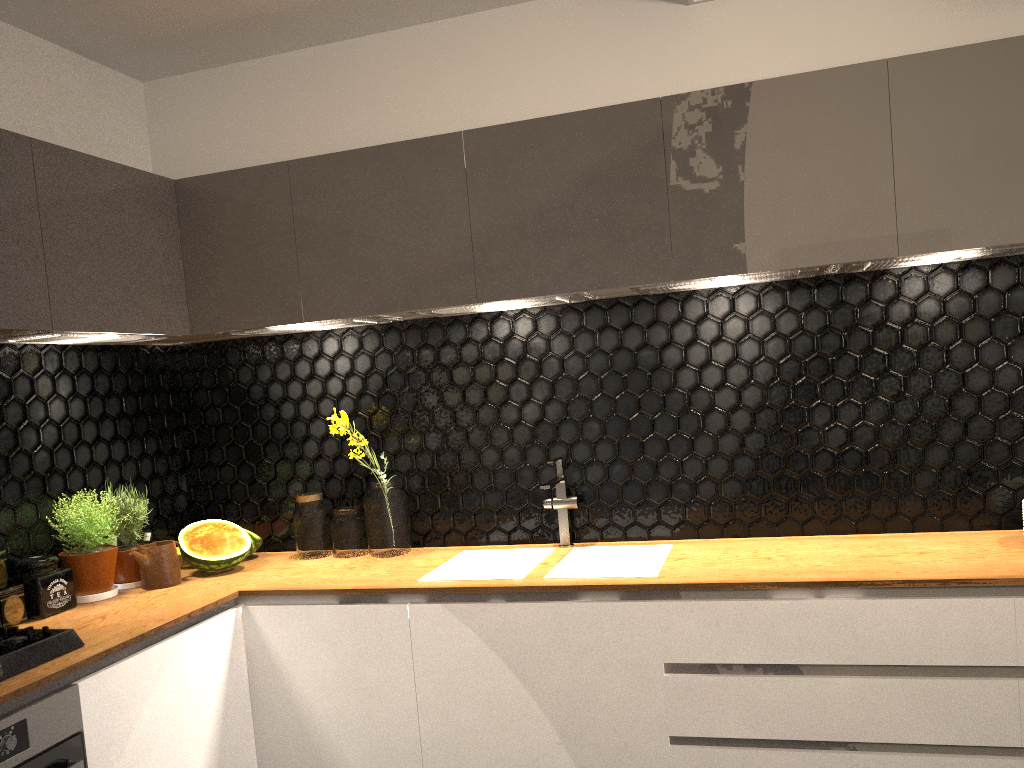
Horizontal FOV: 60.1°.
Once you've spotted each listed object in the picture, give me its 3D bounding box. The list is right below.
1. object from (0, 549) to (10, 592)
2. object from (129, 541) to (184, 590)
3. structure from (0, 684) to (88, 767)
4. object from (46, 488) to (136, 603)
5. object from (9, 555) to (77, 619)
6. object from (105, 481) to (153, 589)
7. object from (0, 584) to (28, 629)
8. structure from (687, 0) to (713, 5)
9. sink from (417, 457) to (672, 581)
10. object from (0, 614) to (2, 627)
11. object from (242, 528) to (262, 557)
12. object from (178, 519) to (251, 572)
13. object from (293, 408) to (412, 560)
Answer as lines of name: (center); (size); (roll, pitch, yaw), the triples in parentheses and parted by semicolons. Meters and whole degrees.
object: (-1.483, 0.533, 2.504); (0.083, 0.113, 0.082); (-5, 2, -4)
object: (-1.174, 0.601, 2.944); (0.209, 0.141, 0.124); (-6, 2, -40)
structure: (-1.340, 1.040, 1.927); (0.584, 0.590, 0.585); (-4, 2, 16)
object: (-1.345, 0.508, 2.846); (0.234, 0.355, 0.244); (-4, 3, 20)
object: (-1.430, 0.609, 2.679); (0.141, 0.174, 0.141); (-4, 2, 16)
object: (-1.289, 0.490, 2.975); (0.169, 0.380, 0.184); (-7, 4, -37)
object: (-1.467, 0.643, 2.565); (0.083, 0.113, 0.082); (-4, 3, 26)
structure: (1.115, -2.791, 0.368); (8.468, 8.336, 4.217); (-4, 3, 16)
sink: (0.120, 0.479, 2.809); (0.724, 0.450, 0.488); (-5, 2, 16)
object: (-1.495, 0.647, 2.482); (0.083, 0.113, 0.082); (-4, 3, 16)
object: (-1.024, 0.591, 3.320); (0.148, 0.127, 0.224); (-6, 2, -34)
object: (-1.041, 0.570, 3.101); (0.235, 0.175, 0.218); (-6, 2, -45)
object: (-0.590, 0.352, 3.179); (0.428, 0.544, 0.256); (-3, 4, 40)
